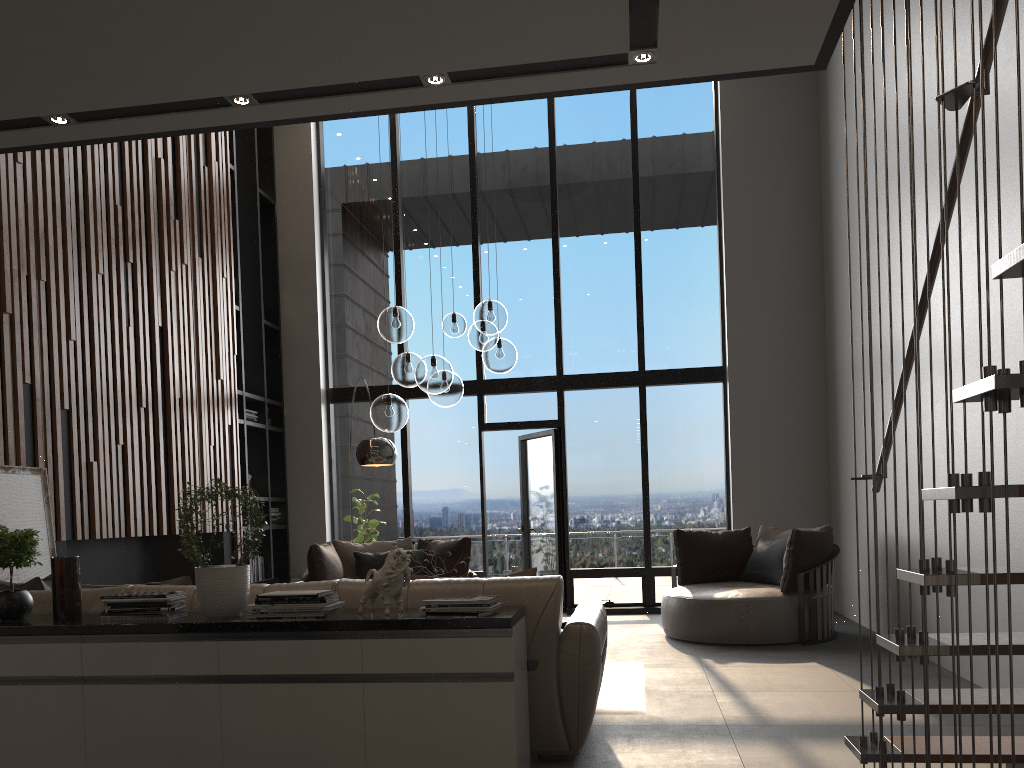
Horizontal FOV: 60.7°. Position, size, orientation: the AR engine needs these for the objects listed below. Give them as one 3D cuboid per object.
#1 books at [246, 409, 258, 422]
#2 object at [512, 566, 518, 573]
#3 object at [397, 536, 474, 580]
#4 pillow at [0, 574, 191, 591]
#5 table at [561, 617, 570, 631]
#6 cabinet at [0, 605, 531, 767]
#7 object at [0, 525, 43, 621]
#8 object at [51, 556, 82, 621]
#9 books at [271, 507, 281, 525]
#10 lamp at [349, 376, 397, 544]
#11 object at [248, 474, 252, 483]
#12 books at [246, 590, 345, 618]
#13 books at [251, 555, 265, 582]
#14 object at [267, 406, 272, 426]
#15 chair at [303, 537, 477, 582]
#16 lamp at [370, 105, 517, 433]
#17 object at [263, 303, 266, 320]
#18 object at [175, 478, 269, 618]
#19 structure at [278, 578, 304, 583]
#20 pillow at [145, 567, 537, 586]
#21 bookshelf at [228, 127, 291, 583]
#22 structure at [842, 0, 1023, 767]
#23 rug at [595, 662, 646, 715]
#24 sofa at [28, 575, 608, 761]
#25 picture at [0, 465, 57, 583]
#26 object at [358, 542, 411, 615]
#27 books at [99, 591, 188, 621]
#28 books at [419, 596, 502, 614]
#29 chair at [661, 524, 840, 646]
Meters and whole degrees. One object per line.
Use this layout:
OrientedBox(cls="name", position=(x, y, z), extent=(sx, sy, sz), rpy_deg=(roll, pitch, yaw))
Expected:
OrientedBox(cls="books", position=(-2.722, 0.334, 8.812), extent=(0.219, 0.128, 0.325), rpy_deg=(-3, -7, 7))
OrientedBox(cls="object", position=(-0.059, 1.337, 5.458), extent=(0.317, 0.397, 0.320), rpy_deg=(-3, -3, 27))
OrientedBox(cls="object", position=(-0.540, 1.287, 5.676), extent=(0.541, 0.602, 0.318), rpy_deg=(-1, -2, -21))
OrientedBox(cls="pillow", position=(-2.167, 1.235, 4.498), extent=(1.392, 0.545, 0.763), rpy_deg=(-8, -8, 38))
OrientedBox(cls="table", position=(-0.336, 1.751, 5.660), extent=(1.453, 0.354, 0.905), rpy_deg=(-3, -7, 8))
OrientedBox(cls="cabinet", position=(-2.210, -0.350, 0.789), extent=(3.623, 3.228, 6.251), rpy_deg=(-3, -6, 8))
OrientedBox(cls="object", position=(-2.136, 0.800, 3.713), extent=(0.271, 0.407, 0.311), rpy_deg=(-1, -3, -32))
OrientedBox(cls="object", position=(-1.874, 0.858, 3.682), extent=(0.109, 0.267, 0.109), rpy_deg=(-2, 0, 14))
OrientedBox(cls="books", position=(-2.629, 1.406, 9.283), extent=(0.218, 0.189, 0.376), rpy_deg=(-3, -7, 8))
OrientedBox(cls="lamp", position=(-1.273, 1.097, 7.686), extent=(0.320, 2.327, 2.047), rpy_deg=(-2, -3, -16))
OrientedBox(cls="object", position=(-2.703, 1.023, 8.811), extent=(0.138, 0.244, 0.137), rpy_deg=(-1, -2, -41))
OrientedBox(cls="books", position=(-0.870, 0.888, 3.525), extent=(0.348, 0.100, 0.195), rpy_deg=(-3, -7, 8))
OrientedBox(cls="books", position=(-2.662, 1.885, 8.893), extent=(0.174, 0.286, 0.335), rpy_deg=(-2, -4, 8))
OrientedBox(cls="object", position=(-2.614, 0.349, 9.287), extent=(0.059, 0.232, 0.189), rpy_deg=(-2, -3, 11))
OrientedBox(cls="chair", position=(-1.047, 1.778, 7.513), extent=(1.489, 0.896, 1.448), rpy_deg=(-6, -7, 34))
OrientedBox(cls="lamp", position=(-0.502, -2.168, 5.606), extent=(1.232, 4.989, 1.230), rpy_deg=(-2, 0, 5))
OrientedBox(cls="object", position=(-2.684, -0.739, 9.340), extent=(0.102, 0.229, 0.102), rpy_deg=(-2, -1, -7))
OrientedBox(cls="object", position=(-1.187, 0.668, 3.582), extent=(0.384, 0.575, 0.216), rpy_deg=(-2, 0, -11))
OrientedBox(cls="structure", position=(-2.873, 1.880, 6.294), extent=(0.667, 0.455, 6.586), rpy_deg=(-3, -8, 8))
OrientedBox(cls="pillow", position=(-0.809, 1.138, 4.197), extent=(1.942, 0.499, 0.546), rpy_deg=(-3, -4, 7))
OrientedBox(cls="bookshelf", position=(-2.768, -0.635, 8.779), extent=(0.338, 5.307, 1.457), rpy_deg=(-2, 0, 8))
OrientedBox(cls="structure", position=(1.453, -1.723, 1.312), extent=(1.180, 6.037, 3.607), rpy_deg=(-2, -2, 8))
OrientedBox(cls="rug", position=(-0.316, 1.904, 5.532), extent=(2.299, 0.019, 1.621), rpy_deg=(-3, -8, 8))
OrientedBox(cls="sofa", position=(-1.108, 1.408, 4.731), extent=(3.246, 0.816, 1.891), rpy_deg=(-3, -7, 8))
OrientedBox(cls="picture", position=(-2.845, 0.958, 4.981), extent=(0.101, 0.996, 0.732), rpy_deg=(-2, -2, 8))
OrientedBox(cls="object", position=(-0.508, 0.775, 3.494), extent=(0.208, 0.289, 0.136), rpy_deg=(-3, -1, 27))
OrientedBox(cls="books", position=(-1.517, 0.919, 3.621), extent=(0.325, 0.099, 0.206), rpy_deg=(-3, -7, 8))
OrientedBox(cls="books", position=(-0.199, 0.870, 3.446), extent=(0.294, 0.054, 0.185), rpy_deg=(-4, -8, 12))
OrientedBox(cls="chair", position=(1.990, 1.650, 7.352), extent=(1.448, 0.896, 1.489), rpy_deg=(-5, -6, 25))
